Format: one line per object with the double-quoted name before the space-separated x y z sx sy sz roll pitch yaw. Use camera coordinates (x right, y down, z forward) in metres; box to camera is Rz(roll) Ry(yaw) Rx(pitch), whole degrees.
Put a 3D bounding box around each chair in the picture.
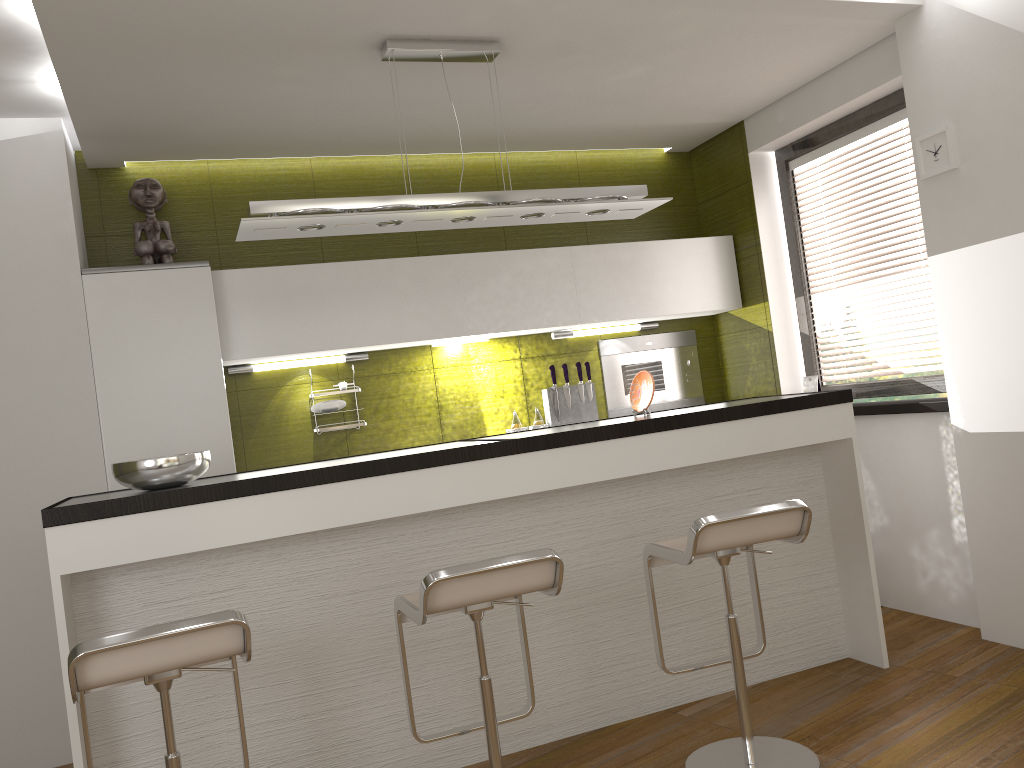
"chair" -0.065 0.902 2.543 0.418 0.857 0.460 -7 -1 -20
"chair" -0.850 1.001 2.242 0.418 0.857 0.460 -7 -1 -25
"chair" 0.721 0.804 2.844 0.418 0.857 0.460 -7 -1 -15

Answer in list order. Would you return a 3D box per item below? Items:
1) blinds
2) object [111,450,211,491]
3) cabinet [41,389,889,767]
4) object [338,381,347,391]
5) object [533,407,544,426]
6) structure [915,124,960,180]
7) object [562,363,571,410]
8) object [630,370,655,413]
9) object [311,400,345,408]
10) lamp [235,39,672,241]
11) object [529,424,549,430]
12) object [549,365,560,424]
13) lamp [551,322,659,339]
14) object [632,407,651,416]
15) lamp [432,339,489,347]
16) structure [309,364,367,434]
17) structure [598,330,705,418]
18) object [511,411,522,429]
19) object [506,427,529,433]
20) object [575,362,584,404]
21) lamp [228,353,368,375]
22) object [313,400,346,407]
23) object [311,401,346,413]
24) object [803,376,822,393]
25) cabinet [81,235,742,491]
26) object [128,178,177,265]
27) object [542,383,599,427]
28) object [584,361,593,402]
"blinds" 3.238 -3.305 8.290 16.000 12.704 9.030 -8 -1 19
"object" -1.174 0.298 2.987 0.311 0.105 0.311 -7 -1 -8
"cabinet" -0.030 0.774 3.374 2.947 1.134 0.663 -7 -1 -21
"object" -0.887 0.012 4.650 0.046 0.053 0.051 -8 -1 11
"object" 0.145 0.190 4.958 0.059 0.121 0.059 -8 -1 36
"structure" 1.762 -0.959 3.680 0.026 0.180 0.180 -7 -1 -21
"object" 0.306 0.016 4.982 0.042 0.264 0.013 -7 -1 -21
"object" 0.561 0.032 3.828 0.055 0.178 0.184 -7 -1 -25
"object" -0.947 0.114 4.576 0.181 0.052 0.173 -7 -1 -21
"lamp" -0.233 -0.971 3.432 1.677 0.683 0.326 -7 -1 -21
"object" 0.152 0.245 4.957 0.107 0.032 0.107 -7 -1 -9
"object" 0.237 0.062 4.953 0.046 0.339 0.013 -7 -1 -21
"lamp" 0.554 -0.315 5.210 0.716 0.041 0.095 -7 -1 -21
"object" 0.566 0.069 3.826 0.072 0.131 0.088 -7 -1 -26
"lamp" -0.285 -0.227 4.937 0.334 0.008 0.008 -7 -1 -21
"structure" -0.916 0.077 4.624 0.266 0.346 0.110 -7 -1 -21
"structure" 0.849 -0.061 5.339 0.663 0.469 0.015 -7 -1 -21
"object" 0.021 0.206 4.898 0.059 0.121 0.059 -8 -1 25
"object" 0.028 0.260 4.897 0.107 0.032 0.107 -7 -1 -20
"object" 0.387 -0.005 5.014 0.036 0.243 0.013 -7 -1 -21
"lamp" -1.103 -0.106 4.608 0.715 0.041 0.041 -7 -1 -21
"object" -0.946 0.117 4.575 0.181 0.052 0.173 -7 -1 -21
"object" -0.945 0.120 4.574 0.181 0.052 0.173 -7 -1 -21
"object" 1.620 0.043 4.781 0.057 0.169 0.106 -7 -1 -26
"cabinet" -0.258 0.351 4.797 3.471 2.089 0.724 -7 -1 -21
"object" -1.727 -0.764 4.251 0.195 0.488 0.304 -7 -1 -23
"object" 0.332 0.125 5.028 0.293 0.227 0.107 -7 -1 -21
"object" 0.433 -0.012 5.032 0.040 0.231 0.013 -7 -1 -21
